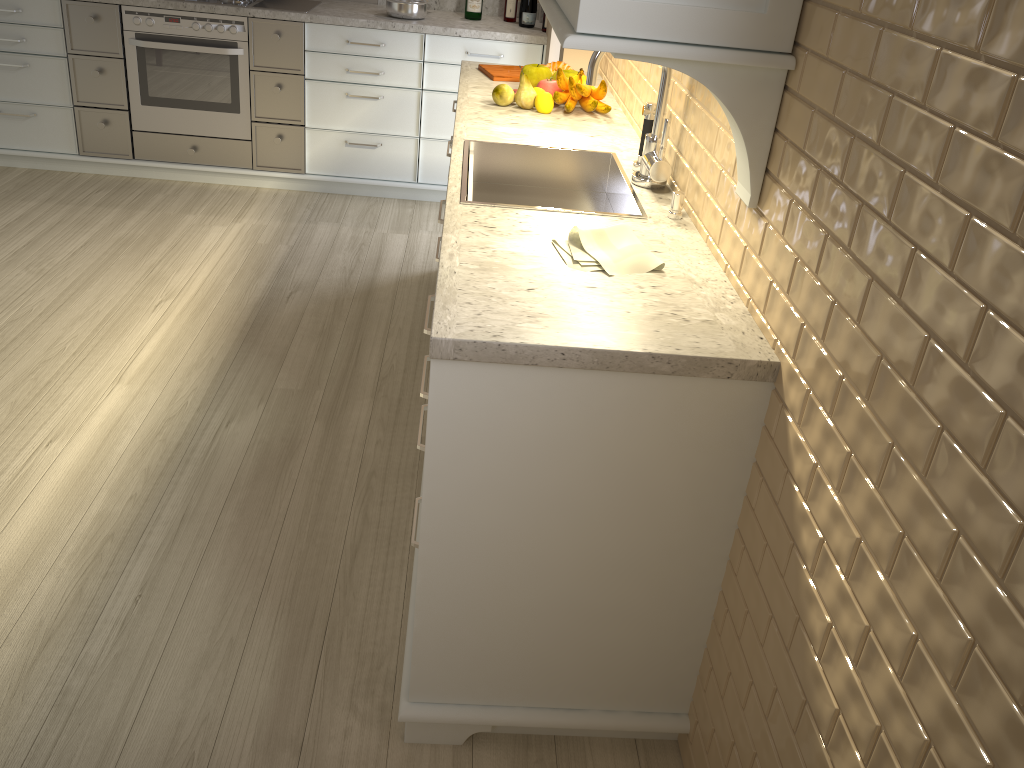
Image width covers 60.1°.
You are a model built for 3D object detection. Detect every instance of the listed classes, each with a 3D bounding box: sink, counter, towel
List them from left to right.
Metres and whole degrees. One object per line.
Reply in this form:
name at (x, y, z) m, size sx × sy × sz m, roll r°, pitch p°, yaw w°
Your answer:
counter at (-1.426, -1.815, 4.071) m, size 3.843 × 0.111 × 0.596 m, roll 4°, pitch 29°, yaw -4°
sink at (0.059, -0.293, 2.084) m, size 0.380 × 0.403 × 0.499 m, roll 4°, pitch 28°, yaw -4°
counter at (0.109, -0.588, 2.249) m, size 0.522 × 0.034 × 2.266 m, roll 4°, pitch 29°, yaw -4°
towel at (0.168, -0.239, 1.568) m, size 0.171 × 0.049 × 0.169 m, roll -3°, pitch 30°, yaw -16°

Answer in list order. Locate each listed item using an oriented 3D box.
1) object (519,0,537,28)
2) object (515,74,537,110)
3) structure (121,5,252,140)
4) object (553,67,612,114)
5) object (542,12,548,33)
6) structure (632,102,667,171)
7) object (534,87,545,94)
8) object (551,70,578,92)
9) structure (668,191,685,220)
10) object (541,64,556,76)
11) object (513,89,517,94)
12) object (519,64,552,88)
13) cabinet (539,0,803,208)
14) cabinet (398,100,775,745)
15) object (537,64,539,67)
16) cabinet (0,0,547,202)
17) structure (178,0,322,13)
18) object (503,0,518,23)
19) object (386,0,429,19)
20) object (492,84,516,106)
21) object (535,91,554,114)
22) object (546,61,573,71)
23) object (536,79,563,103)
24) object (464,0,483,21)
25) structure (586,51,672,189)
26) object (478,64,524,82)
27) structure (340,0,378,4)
object at (0.081, -1.798, 4.099) m, size 0.084 × 0.269 × 0.086 m, roll 14°, pitch 28°, yaw 15°
object at (0.043, -0.851, 2.576) m, size 0.064 × 0.095 × 0.066 m, roll 2°, pitch 28°, yaw -8°
structure at (-1.464, -1.475, 4.216) m, size 0.540 × 0.676 × 0.597 m, roll 4°, pitch 28°, yaw -4°
object at (0.189, -0.868, 2.595) m, size 0.181 × 0.132 × 0.202 m, roll -5°, pitch 30°, yaw -20°
object at (0.184, -1.777, 3.993) m, size 0.062 × 0.355 × 0.063 m, roll 20°, pitch 30°, yaw 26°
structure at (0.322, -0.578, 2.079) m, size 0.056 × 0.157 × 0.044 m, roll 4°, pitch 27°, yaw -4°
object at (0.073, -0.855, 2.632) m, size 0.055 × 0.053 × 0.067 m, roll -16°, pitch 35°, yaw -36°
object at (0.172, -0.928, 2.746) m, size 0.105 × 0.087 × 0.108 m, roll -16°, pitch 35°, yaw -35°
structure at (0.336, -0.364, 1.806) m, size 0.029 × 0.054 × 0.030 m, roll -14°, pitch 34°, yaw -35°
object at (0.109, -1.068, 3.010) m, size 0.099 × 0.036 × 0.045 m, roll 19°, pitch 31°, yaw 23°
object at (-0.006, -0.883, 2.708) m, size 0.040 × 0.013 × 0.159 m, roll 11°, pitch 29°, yaw 9°
object at (0.075, -0.956, 2.778) m, size 0.104 × 0.088 × 0.109 m, roll 7°, pitch 28°, yaw 1°
cabinet at (0.226, -1.221, 1.952) m, size 0.411 × 1.080 × 1.988 m, roll 4°, pitch 29°, yaw -4°
cabinet at (0.112, -0.232, 2.417) m, size 0.637 × 0.770 × 2.288 m, roll 4°, pitch 29°, yaw -4°
object at (0.081, -0.988, 2.754) m, size 0.003 × 0.020 × 0.018 m, roll -2°, pitch 29°, yaw -16°
cabinet at (-1.476, -1.439, 4.273) m, size 3.204 × 0.771 × 0.662 m, roll 4°, pitch 28°, yaw -4°
structure at (-1.424, -1.780, 4.022) m, size 1.048 × 0.030 × 0.410 m, roll 4°, pitch 29°, yaw -4°
object at (0.006, -1.905, 4.188) m, size 0.062 × 0.355 × 0.063 m, roll 20°, pitch 30°, yaw 26°
object at (-0.426, -1.754, 4.102) m, size 0.201 × 0.088 × 0.376 m, roll 26°, pitch 35°, yaw 32°
object at (-0.021, -0.853, 2.601) m, size 0.066 × 0.062 × 0.097 m, roll 13°, pitch 29°, yaw 12°
object at (0.093, -0.813, 2.561) m, size 0.056 × 0.064 × 0.055 m, roll 7°, pitch 28°, yaw 2°
object at (0.167, -1.114, 3.104) m, size 0.099 × 0.036 × 0.046 m, roll 9°, pitch 28°, yaw 5°
object at (0.112, -0.887, 2.680) m, size 0.082 × 0.068 × 0.087 m, roll -12°, pitch 33°, yaw -30°
object at (-0.171, -1.881, 4.145) m, size 0.084 × 0.322 × 0.085 m, roll 18°, pitch 29°, yaw 21°
structure at (0.259, -0.595, 1.923) m, size 0.211 × 0.327 × 0.146 m, roll 9°, pitch 27°, yaw 5°
object at (0.077, -1.067, 3.051) m, size 0.350 × 0.019 × 0.206 m, roll -4°, pitch 31°, yaw -17°
structure at (-1.353, -2.525, 3.770) m, size 1.558 × 1.630 × 0.461 m, roll 4°, pitch 27°, yaw -4°
